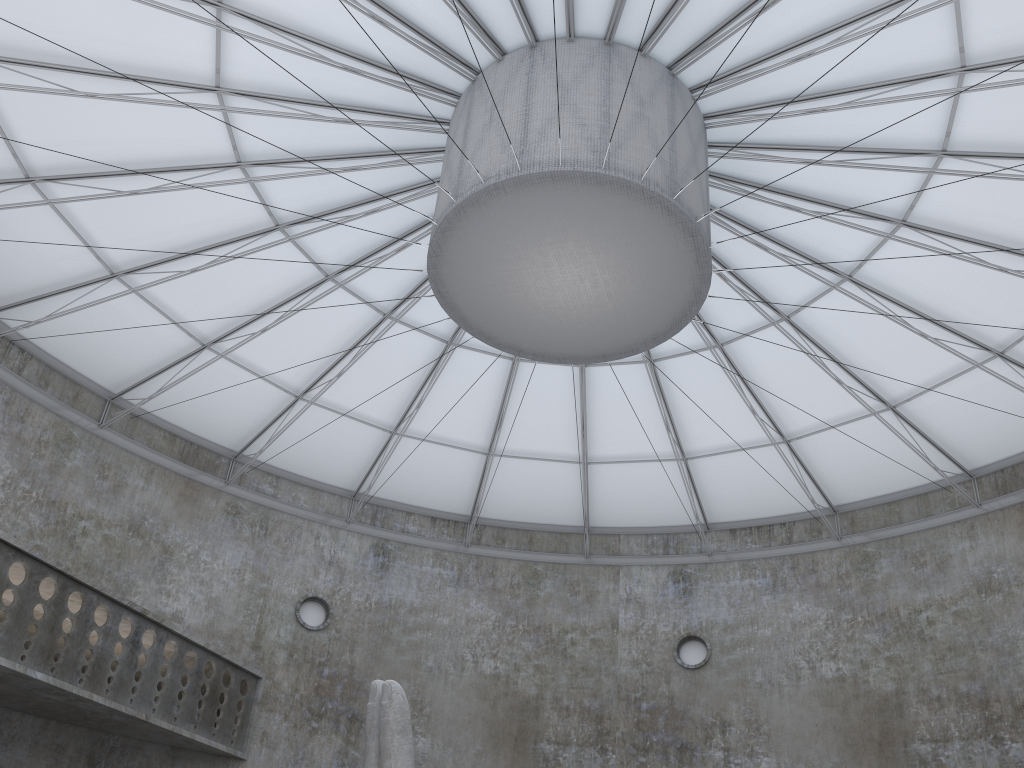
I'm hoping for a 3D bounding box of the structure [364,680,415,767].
[{"bbox_3d":[2.442,7.769,13.995,10.795,5.562,15.935,17,-34,-17],"label":"structure"}]
